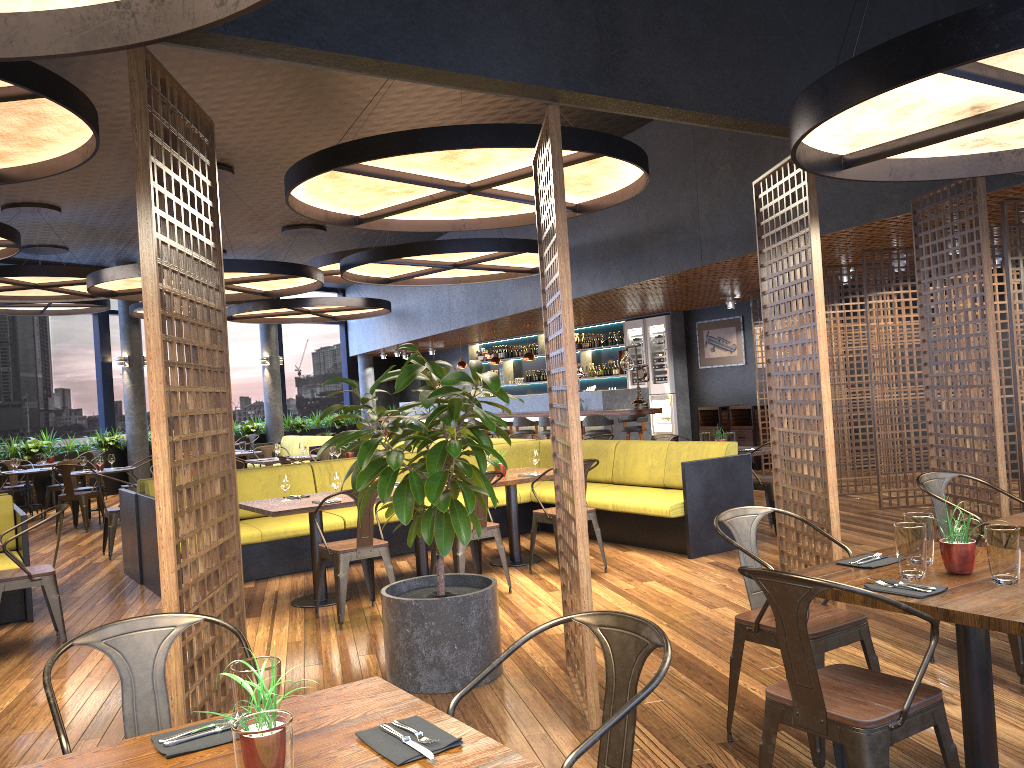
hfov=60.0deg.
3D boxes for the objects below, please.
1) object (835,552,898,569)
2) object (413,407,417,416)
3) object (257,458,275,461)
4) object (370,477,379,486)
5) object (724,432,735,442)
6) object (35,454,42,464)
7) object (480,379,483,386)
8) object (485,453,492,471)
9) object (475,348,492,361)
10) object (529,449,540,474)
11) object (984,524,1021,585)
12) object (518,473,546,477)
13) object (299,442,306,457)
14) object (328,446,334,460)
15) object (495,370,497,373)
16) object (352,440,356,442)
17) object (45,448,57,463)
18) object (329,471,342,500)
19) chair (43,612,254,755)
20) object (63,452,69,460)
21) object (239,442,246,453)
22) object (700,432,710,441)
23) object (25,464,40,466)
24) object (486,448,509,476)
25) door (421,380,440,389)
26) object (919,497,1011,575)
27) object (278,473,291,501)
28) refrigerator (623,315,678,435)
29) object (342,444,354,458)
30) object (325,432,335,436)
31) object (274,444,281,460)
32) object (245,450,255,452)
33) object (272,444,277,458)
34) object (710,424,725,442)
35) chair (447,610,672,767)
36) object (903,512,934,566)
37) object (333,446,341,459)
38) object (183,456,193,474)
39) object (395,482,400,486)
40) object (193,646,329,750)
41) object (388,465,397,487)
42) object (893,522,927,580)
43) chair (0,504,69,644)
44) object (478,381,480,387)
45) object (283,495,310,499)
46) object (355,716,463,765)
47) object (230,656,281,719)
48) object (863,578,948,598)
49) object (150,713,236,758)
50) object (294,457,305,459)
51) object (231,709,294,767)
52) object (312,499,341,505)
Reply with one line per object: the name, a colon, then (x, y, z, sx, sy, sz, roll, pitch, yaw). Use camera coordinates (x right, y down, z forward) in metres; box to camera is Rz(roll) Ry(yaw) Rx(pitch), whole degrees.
object: (1.331, 0.643, 3.267, 0.255, 0.019, 0.157, -3, -1, -34)
object: (-2.157, 0.592, 19.575, 0.114, 0.203, 0.069, -4, -1, 14)
object: (-3.392, 1.043, 12.265, 0.255, 0.019, 0.157, -3, -1, -33)
object: (-1.077, 0.711, 6.947, 0.238, 0.271, 0.260, -4, -1, -12)
object: (2.104, 0.560, 8.545, 0.102, 0.178, 0.102, -4, -1, -18)
object: (-8.276, 1.315, 15.517, 0.102, 0.178, 0.102, -4, -1, 39)
object: (-0.741, -0.083, 21.245, 0.079, 0.281, 0.079, -4, -1, -30)
object: (-0.217, 0.696, 7.768, 0.097, 0.206, 0.097, -4, -1, 12)
object: (-0.670, -0.689, 21.058, 0.229, 0.319, 0.579, -3, -1, -33)
object: (0.196, 0.668, 7.635, 0.097, 0.206, 0.097, -4, -1, 12)
object: (1.565, 0.544, 2.822, 0.102, 0.178, 0.102, -4, -1, 42)
object: (0.154, 0.763, 7.466, 0.157, 0.019, 0.255, -3, -1, -33)
object: (-2.929, 0.919, 12.408, 0.097, 0.206, 0.097, -3, -1, -42)
object: (-2.222, 0.859, 10.945, 0.097, 0.206, 0.097, -4, -1, -8)
object: (-0.363, -0.146, 20.556, 0.094, 0.340, 0.094, -4, -1, 6)
object: (-2.987, 1.049, 16.280, 0.255, 0.019, 0.157, -3, -1, -34)
object: (-8.133, 1.260, 15.658, 0.260, 0.271, 0.238, -4, -1, -17)
object: (-1.320, 0.760, 6.637, 0.097, 0.206, 0.097, -4, -1, 12)
chair: (-0.875, 1.095, 2.250, 0.504, 0.917, 0.541, -3, -1, -33)
object: (-7.906, 1.292, 15.723, 0.102, 0.178, 0.102, -3, -1, -41)
object: (-4.501, 1.057, 14.823, 0.102, 0.178, 0.102, -4, -1, 22)
object: (1.921, 0.574, 8.809, 0.102, 0.178, 0.102, -4, -1, -28)
object: (-8.315, 1.396, 15.355, 0.255, 0.019, 0.157, -4, -1, 33)
object: (-0.097, 0.651, 7.591, 0.238, 0.271, 0.260, -4, -1, -12)
door: (-2.110, 0.803, 23.672, 0.137, 2.056, 1.012, -3, -1, -33)
object: (1.498, 0.503, 2.986, 0.238, 0.271, 0.260, -4, -1, -12)
object: (-1.733, 0.788, 6.771, 0.097, 0.206, 0.097, -4, -1, 12)
refrigerator: (2.597, -0.136, 16.039, 0.454, 2.109, 1.159, -3, -1, -33)
object: (-1.973, 0.805, 10.784, 0.238, 0.271, 0.260, -4, -1, -12)
object: (-3.399, 0.951, 16.413, 0.238, 0.271, 0.260, -4, -1, -28)
object: (-3.231, 0.937, 12.218, 0.097, 0.206, 0.097, -3, -1, -33)
object: (-4.392, 1.131, 14.952, 0.157, 0.019, 0.255, -3, -1, -34)
object: (-3.341, 0.948, 12.542, 0.097, 0.206, 0.097, -3, -1, -42)
object: (2.032, 0.520, 8.708, 0.260, 0.271, 0.238, -3, -1, -32)
chair: (0.101, 1.027, 1.998, 0.541, 0.917, 0.504, -3, -1, -33)
object: (1.455, 0.554, 3.164, 0.102, 0.178, 0.102, -4, -1, 42)
object: (-2.085, 0.846, 10.585, 0.097, 0.206, 0.097, -4, -1, 5)
object: (-3.582, 0.904, 9.894, 0.260, 0.271, 0.238, -4, -1, 2)
object: (-0.920, 0.834, 7.436, 0.157, 0.019, 0.255, -3, -1, -33)
object: (-0.471, 0.623, 1.696, 0.238, 0.271, 0.260, -4, -1, -12)
object: (-0.975, 0.742, 7.270, 0.097, 0.206, 0.097, -4, -1, 12)
object: (1.338, 0.560, 2.971, 0.102, 0.178, 0.102, -4, -1, 42)
chair: (-3.205, 1.283, 5.859, 0.541, 0.917, 0.504, -3, -1, -33)
object: (-0.793, -0.079, 21.319, 0.079, 0.281, 0.079, -4, -1, -15)
object: (-1.678, 0.880, 6.937, 0.157, 0.019, 0.255, -3, -1, -33)
object: (-0.205, 0.733, 1.832, 0.157, 0.019, 0.255, -3, -1, -34)
object: (-0.531, 0.675, 1.859, 0.102, 0.178, 0.102, -4, -1, 42)
object: (1.239, 0.645, 2.841, 0.157, 0.019, 0.255, -3, -1, -34)
object: (-0.656, 0.764, 1.963, 0.255, 0.019, 0.157, -3, -1, -34)
object: (-2.971, 1.014, 12.240, 0.157, 0.019, 0.255, -3, -1, -33)
object: (-0.421, 0.664, 1.517, 0.102, 0.178, 0.102, -4, -1, 42)
object: (-1.363, 0.855, 6.469, 0.157, 0.019, 0.255, -3, -1, -33)
